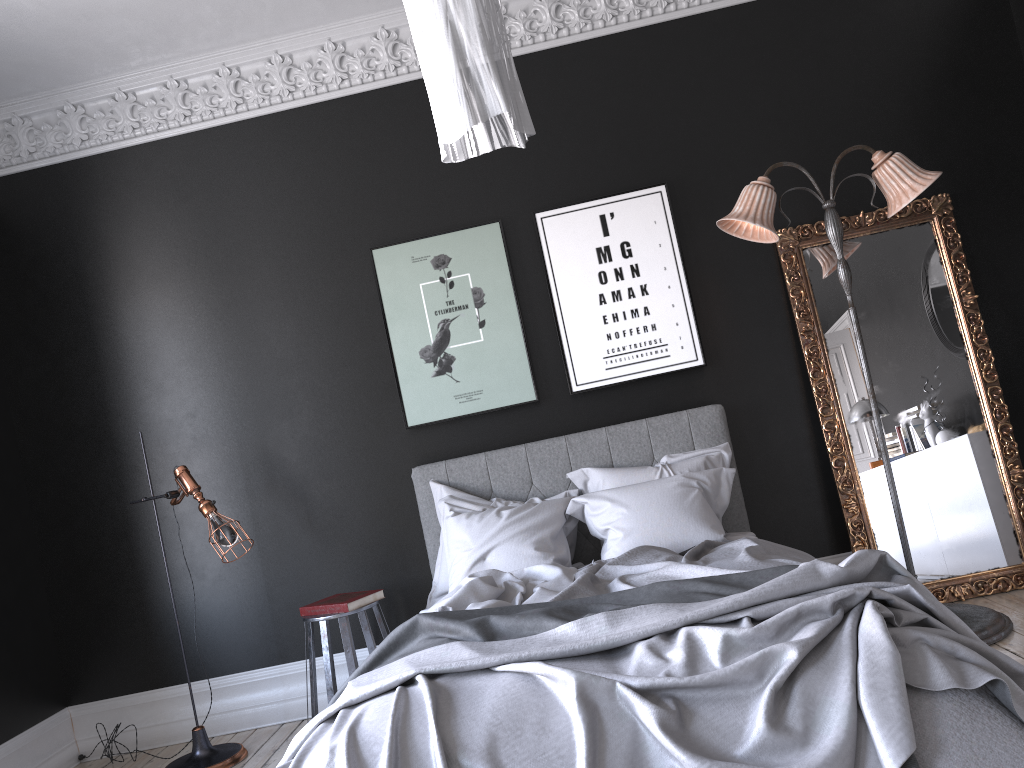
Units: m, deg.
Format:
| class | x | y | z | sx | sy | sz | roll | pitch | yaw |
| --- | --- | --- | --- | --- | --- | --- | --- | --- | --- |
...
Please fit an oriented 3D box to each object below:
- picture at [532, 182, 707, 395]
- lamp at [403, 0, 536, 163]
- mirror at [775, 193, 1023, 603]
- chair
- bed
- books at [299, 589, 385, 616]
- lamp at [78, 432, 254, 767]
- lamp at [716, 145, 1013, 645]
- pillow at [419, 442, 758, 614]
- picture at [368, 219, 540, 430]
| class | x | y | z | sx | sy | sz | roll | pitch | yaw |
| --- | --- | --- | --- | --- | --- | --- | --- | --- | --- |
| picture | 0.609 | -0.546 | 5.066 | 0.792 | 1.078 | 0.014 | -12 | -2 | 3 |
| lamp | -0.256 | -1.396 | 1.535 | 0.782 | 2.047 | 0.784 | -10 | -3 | -43 |
| mirror | 2.187 | 0.092 | 4.874 | 0.991 | 2.190 | 0.254 | -12 | -2 | 3 |
| chair | -0.817 | 1.486 | 4.585 | 0.612 | 0.672 | 0.615 | -10 | -3 | -43 |
| bed | 0.248 | 0.879 | 3.496 | 2.764 | 1.297 | 3.288 | -11 | -3 | -8 |
| books | -0.879 | 1.134 | 4.597 | 0.347 | 0.045 | 0.275 | -14 | -4 | 33 |
| lamp | -1.957 | 1.167 | 4.817 | 1.722 | 1.777 | 0.436 | -14 | -3 | 41 |
| lamp | 1.766 | 0.034 | 4.367 | 0.988 | 2.409 | 0.771 | -13 | -3 | 36 |
| pillow | 0.335 | 0.733 | 4.609 | 1.830 | 0.759 | 0.680 | -12 | -3 | 3 |
| picture | -0.338 | -0.344 | 5.119 | 0.792 | 1.078 | 0.014 | -12 | -2 | 3 |
